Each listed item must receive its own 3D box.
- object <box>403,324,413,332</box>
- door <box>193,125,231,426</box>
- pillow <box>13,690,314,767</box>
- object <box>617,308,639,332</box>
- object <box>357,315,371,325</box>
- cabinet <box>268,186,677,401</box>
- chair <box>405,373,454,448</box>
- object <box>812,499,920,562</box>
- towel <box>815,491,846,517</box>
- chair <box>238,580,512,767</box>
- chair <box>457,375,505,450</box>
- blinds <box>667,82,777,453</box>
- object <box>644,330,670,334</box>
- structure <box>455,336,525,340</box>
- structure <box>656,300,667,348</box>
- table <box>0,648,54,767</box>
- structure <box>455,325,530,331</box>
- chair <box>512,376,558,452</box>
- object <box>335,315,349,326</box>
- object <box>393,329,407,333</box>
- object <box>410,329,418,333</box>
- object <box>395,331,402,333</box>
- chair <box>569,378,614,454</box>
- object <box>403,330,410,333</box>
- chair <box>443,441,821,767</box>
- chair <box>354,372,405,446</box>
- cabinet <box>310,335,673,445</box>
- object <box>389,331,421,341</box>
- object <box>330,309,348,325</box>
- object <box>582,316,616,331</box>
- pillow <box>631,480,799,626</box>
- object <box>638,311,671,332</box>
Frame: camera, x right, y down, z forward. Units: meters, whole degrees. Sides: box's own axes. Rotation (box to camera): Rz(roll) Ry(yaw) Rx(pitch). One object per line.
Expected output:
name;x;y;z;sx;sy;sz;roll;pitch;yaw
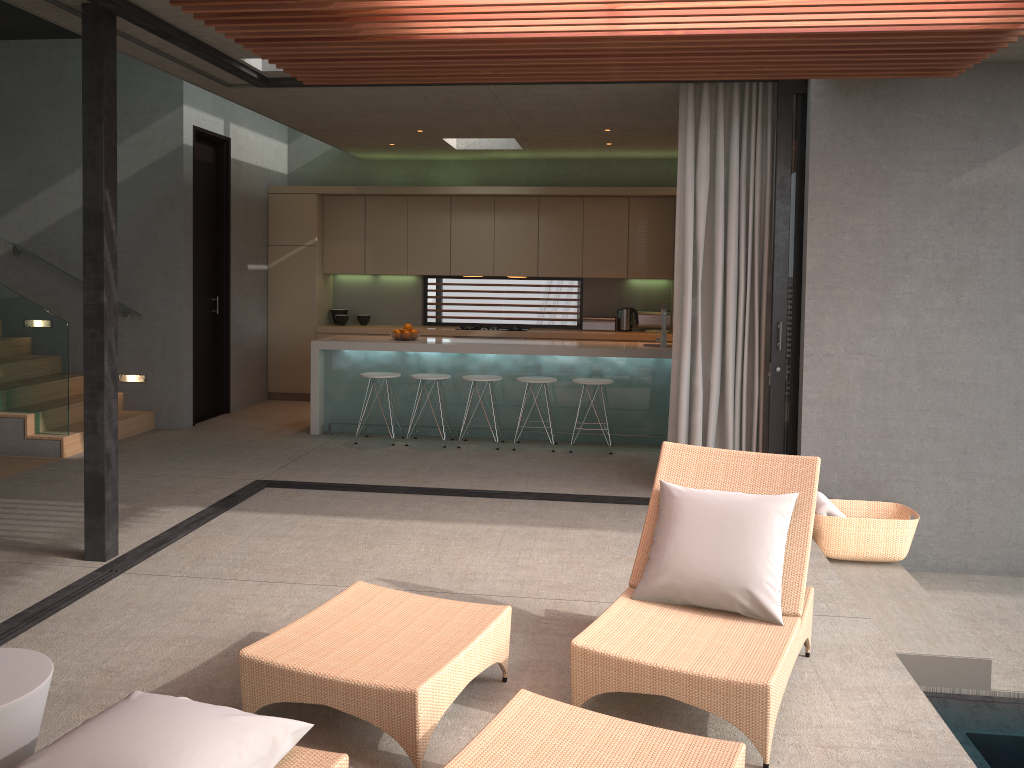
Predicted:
object;-1.027;-0.548;8.721;0.095;0.094;0.094;3;5;27
door;-2.595;-0.048;6.724;15.324;4.458;5.808;-2;6;-20
pillow;-0.912;0.946;2.235;0.596;0.193;0.597;3;7;18
object;1.376;-0.770;10.526;0.278;0.284;0.178;2;4;12
object;-1.833;-0.790;10.934;0.169;0.126;0.170;0;6;-6
cabinet;0.731;-0.926;9.774;7.471;2.558;1.975;2;4;7
chair;-0.751;0.233;8.120;0.382;0.621;0.384;1;4;7
object;2.175;0.933;5.552;0.680;0.299;0.448;2;6;7
towel;2.027;0.873;5.563;0.309;0.310;0.371;2;5;8
chair;-0.752;0.855;2.532;0.701;0.823;2.306;3;7;22
chair;-0.275;0.248;8.061;0.382;0.621;0.384;1;4;7
blinds;1.546;-0.651;6.227;0.885;2.923;0.230;1;2;4
object;1.682;-0.603;10.238;0.310;0.034;0.312;-2;8;-24
structure;-0.260;-0.297;10.296;0.828;0.499;0.080;2;3;7
structure;1.414;-0.576;8.373;0.097;0.439;0.259;1;4;7
table;-1.593;1.056;2.558;0.475;0.391;0.478;0;5;-11
structure;-0.223;-0.647;10.530;0.839;0.090;0.466;2;7;7
chair;0.219;0.263;8.001;0.382;0.621;0.384;1;4;7
object;-2.084;-0.781;10.831;0.169;0.126;0.170;0;6;-6
object;-1.107;-0.493;8.683;0.096;0.099;0.174;-3;7;-38
object;-0.965;-0.489;8.677;0.094;0.094;0.095;1;5;-4
object;-1.109;-0.478;8.630;0.081;0.081;0.081;4;6;36
chair;0.720;0.278;7.940;0.382;0.621;0.384;1;4;7
object;-1.027;-0.479;8.609;0.086;0.086;0.087;1;5;-3
chair;0.509;0.820;2.957;0.701;0.823;2.305;3;7;26
chair;-1.220;0.219;8.178;0.382;0.621;0.384;1;4;7
cabinet;0.169;0.050;8.584;4.121;0.896;0.805;2;5;7
object;-1.050;-0.474;8.697;0.315;0.081;0.317;2;7;7
object;-2.156;-0.835;11.009;0.225;0.187;0.226;-1;5;-15
object;1.045;-0.722;10.606;0.400;0.159;0.242;2;6;7
pillow;0.843;0.669;3.644;0.609;0.425;0.428;4;5;25
object;1.695;-0.747;10.535;0.389;0.247;0.151;2;4;7
